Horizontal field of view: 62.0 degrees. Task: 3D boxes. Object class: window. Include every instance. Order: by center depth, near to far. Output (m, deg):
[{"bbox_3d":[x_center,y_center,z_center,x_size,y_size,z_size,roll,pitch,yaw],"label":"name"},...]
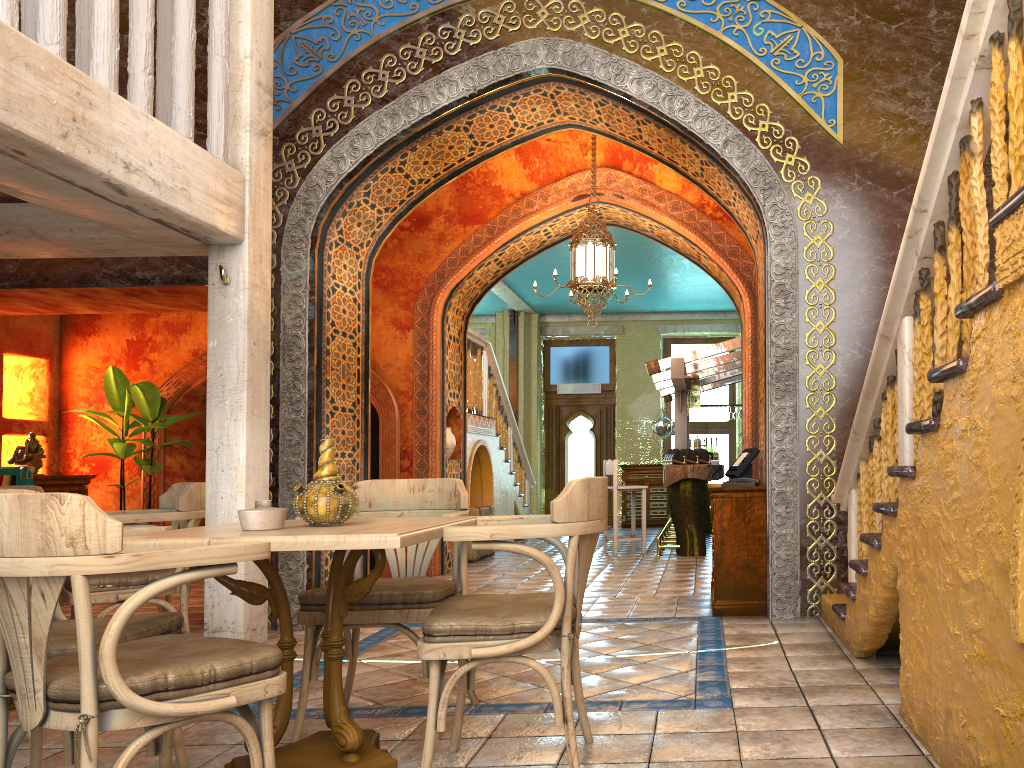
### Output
[{"bbox_3d":[-1.375,0.822,17.799,1.532,3.418,0.088,-1,-1,-1],"label":"window"},{"bbox_3d":[3.945,0.724,17.889,1.532,3.418,0.088,-1,-1,-1],"label":"window"}]

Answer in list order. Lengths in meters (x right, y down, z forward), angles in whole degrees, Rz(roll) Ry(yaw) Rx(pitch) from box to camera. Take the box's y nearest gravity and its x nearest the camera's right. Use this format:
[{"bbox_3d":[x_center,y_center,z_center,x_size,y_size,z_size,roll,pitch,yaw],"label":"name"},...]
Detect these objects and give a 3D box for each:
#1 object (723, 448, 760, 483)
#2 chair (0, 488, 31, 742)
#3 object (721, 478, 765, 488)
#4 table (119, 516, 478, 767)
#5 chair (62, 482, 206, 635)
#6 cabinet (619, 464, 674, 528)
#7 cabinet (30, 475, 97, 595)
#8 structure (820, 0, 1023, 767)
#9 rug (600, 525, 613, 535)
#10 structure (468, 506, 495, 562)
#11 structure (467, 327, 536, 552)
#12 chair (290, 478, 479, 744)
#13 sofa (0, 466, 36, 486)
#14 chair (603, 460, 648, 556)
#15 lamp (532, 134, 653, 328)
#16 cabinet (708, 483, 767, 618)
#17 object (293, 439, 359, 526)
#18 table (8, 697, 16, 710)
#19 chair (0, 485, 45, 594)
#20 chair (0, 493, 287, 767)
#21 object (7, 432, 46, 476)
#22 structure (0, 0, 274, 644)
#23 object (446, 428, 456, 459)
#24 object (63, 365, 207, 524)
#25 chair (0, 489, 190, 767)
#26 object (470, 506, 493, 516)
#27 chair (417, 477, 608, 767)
[{"bbox_3d":[1.998,0.720,7.436,0.258,0.317,0.450,-1,-4,-1],"label":"object"},{"bbox_3d":[-2.641,1.076,3.928,0.873,1.178,0.618,1,-3,-35],"label":"chair"},{"bbox_3d":[1.882,0.812,6.976,0.373,0.086,0.349,-3,-6,21],"label":"object"},{"bbox_3d":[-0.778,1.054,3.301,1.045,1.003,1.071,-1,-4,6],"label":"table"},{"bbox_3d":[-2.208,1.178,5.020,0.779,1.178,0.692,1,-3,-35],"label":"chair"},{"bbox_3d":[2.768,2.292,17.389,1.111,1.303,0.620,-1,-2,2],"label":"cabinet"},{"bbox_3d":[-5.126,1.584,8.817,0.603,1.257,1.502,-1,-4,11],"label":"cabinet"},{"bbox_3d":[2.743,0.047,4.168,1.800,3.138,6.610,-1,-5,12],"label":"structure"},{"bbox_3d":[1.280,2.865,16.744,1.290,0.039,2.451,-2,-6,10],"label":"rug"},{"bbox_3d":[-0.420,2.059,11.770,0.106,0.687,1.036,-1,-4,12],"label":"structure"},{"bbox_3d":[-0.831,1.110,13.911,1.761,3.139,6.009,-1,-5,11],"label":"structure"},{"bbox_3d":[-0.588,1.059,4.169,0.777,1.178,0.703,-1,-3,4],"label":"chair"},{"bbox_3d":[-5.257,1.334,6.649,1.148,1.368,2.539,-1,-5,10],"label":"sofa"},{"bbox_3d":[1.608,1.739,12.102,0.537,1.335,0.465,0,-2,-19],"label":"chair"},{"bbox_3d":[0.861,-1.783,9.103,1.278,2.364,1.139,-1,-2,6],"label":"lamp"},{"bbox_3d":[1.974,1.417,7.513,0.483,1.052,1.528,-1,-4,11],"label":"cabinet"},{"bbox_3d":[-0.719,0.381,3.309,0.221,0.335,0.242,-2,-3,15],"label":"object"},{"bbox_3d":[-2.947,1.252,4.533,1.107,0.948,0.893,1,-4,-29],"label":"table"},{"bbox_3d":[-3.236,1.215,5.180,0.868,1.178,0.622,1,-3,-31],"label":"chair"},{"bbox_3d":[-1.157,0.903,2.521,0.699,1.178,0.773,-3,-3,35],"label":"chair"},{"bbox_3d":[-5.115,0.735,8.980,0.168,0.469,0.349,-1,-3,11],"label":"object"},{"bbox_3d":[-6.985,-1.620,1.387,9.756,6.483,6.991,-1,-4,4],"label":"structure"},{"bbox_3d":[-0.821,0.731,10.473,0.233,0.384,0.271,-2,-3,23],"label":"object"},{"bbox_3d":[-4.157,1.065,9.581,1.069,2.421,1.341,-2,-3,31],"label":"object"},{"bbox_3d":[-1.664,0.969,3.065,0.707,1.178,0.773,-1,-3,1],"label":"chair"},{"bbox_3d":[-0.415,1.970,11.757,0.148,0.555,0.903,-1,-5,12],"label":"object"},{"bbox_3d":[0.034,0.970,3.415,0.707,1.178,0.773,-1,-3,1],"label":"chair"}]
